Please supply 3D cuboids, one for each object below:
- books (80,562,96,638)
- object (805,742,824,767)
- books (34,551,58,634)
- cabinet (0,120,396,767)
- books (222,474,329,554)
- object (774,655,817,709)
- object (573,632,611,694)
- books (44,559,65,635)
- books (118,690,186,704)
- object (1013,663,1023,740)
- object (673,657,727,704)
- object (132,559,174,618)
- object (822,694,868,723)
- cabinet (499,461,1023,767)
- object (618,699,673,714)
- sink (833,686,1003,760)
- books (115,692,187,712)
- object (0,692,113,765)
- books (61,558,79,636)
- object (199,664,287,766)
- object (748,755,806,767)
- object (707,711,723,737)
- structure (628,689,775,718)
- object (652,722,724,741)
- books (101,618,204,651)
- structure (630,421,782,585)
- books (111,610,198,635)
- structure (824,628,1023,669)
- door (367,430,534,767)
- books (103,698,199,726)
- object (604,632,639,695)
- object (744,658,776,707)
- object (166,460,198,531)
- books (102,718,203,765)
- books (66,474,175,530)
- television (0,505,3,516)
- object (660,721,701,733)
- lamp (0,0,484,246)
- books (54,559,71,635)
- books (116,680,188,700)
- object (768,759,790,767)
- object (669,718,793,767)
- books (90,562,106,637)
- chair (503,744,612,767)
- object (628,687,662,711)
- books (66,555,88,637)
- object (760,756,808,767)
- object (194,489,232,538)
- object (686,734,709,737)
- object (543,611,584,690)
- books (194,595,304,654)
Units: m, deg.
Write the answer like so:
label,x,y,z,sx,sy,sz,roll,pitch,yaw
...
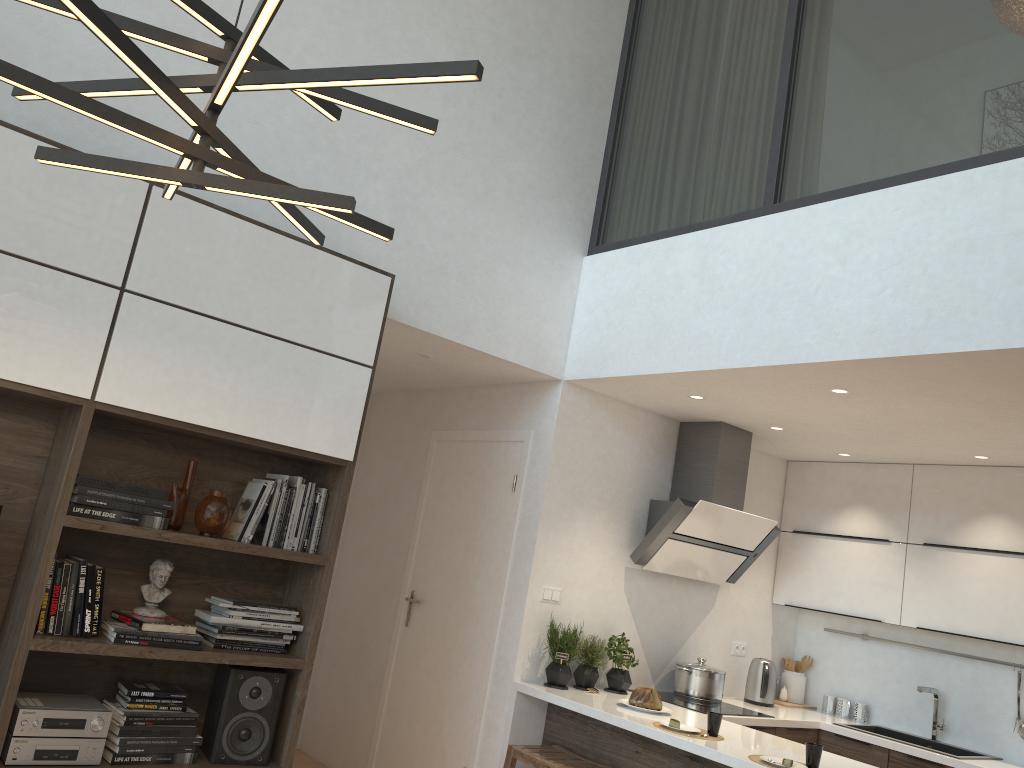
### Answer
label,x,y,z,sx,sy,sz,roll,pitch,yaw
books,-1.484,0.739,3.065,0.066,0.242,0.177,19,-14,-37
object,1.148,1.422,3.379,0.066,0.093,0.066,5,-12,25
books,-1.595,0.691,2.997,0.053,0.268,0.202,19,-14,-37
cabinet,-2.330,0.238,2.381,4.036,2.494,0.338,19,-14,-37
books,-0.941,0.502,3.537,0.332,0.287,0.201,19,-14,-37
object,1.783,1.886,5.678,0.330,0.316,0.221,19,-14,-37
object,0.412,1.441,4.604,0.211,0.283,0.221,15,-12,-24
books,-1.571,0.715,3.010,0.053,0.240,0.189,19,-14,-36
books,-1.301,1.129,3.204,0.198,0.015,0.142,19,-14,-38
object,2.817,1.707,4.694,0.069,0.389,0.320,18,-14,-35
object,1.068,1.673,5.047,0.315,0.223,0.288,9,-11,4
object,-1.314,0.748,3.273,0.117,0.207,0.116,10,-11,3
object,2.054,2.005,5.484,0.112,0.105,0.297,18,-14,-35
cabinet,2.072,1.368,3.840,2.401,2.401,3.495,19,-14,-37
object,0.631,1.538,4.218,0.261,0.021,0.261,-2,-16,46
sink,2.231,1.938,4.893,0.512,0.518,0.706,19,-14,-37
books,-1.302,1.148,3.199,0.213,0.023,0.161,18,-13,-33
object,-1.533,1.150,2.955,0.285,0.174,0.270,19,-14,-37
books,-1.526,0.723,3.027,0.050,0.242,0.169,19,-14,-37
object,-1.022,1.243,3.374,0.214,0.331,0.244,16,-13,-27
object,1.054,1.454,3.373,0.304,0.002,0.304,11,-11,-5
object,0.861,1.453,3.782,0.066,0.093,0.066,10,-11,-2
structure,1.025,1.743,4.845,0.609,0.006,0.550,19,-14,-37
object,0.752,1.485,3.794,0.305,0.002,0.305,6,-12,21
books,-1.289,0.895,3.170,0.310,0.047,0.250,17,-13,-31
structure,1.173,0.635,5.140,0.898,0.998,0.407,19,-14,-37
books,-1.293,0.861,3.205,0.266,0.030,0.209,-1,-16,45
structure,2.973,1.525,4.586,0.050,0.045,3.000,19,-14,-37
door,-0.373,1.303,4.966,0.085,2.136,0.974,19,-14,-37
books,-1.302,1.179,3.188,0.277,0.042,0.224,20,-15,-41
object,0.567,1.478,4.718,0.172,0.311,0.179,16,-13,-26
object,1.501,1.797,5.365,0.179,0.270,0.220,1,-15,39
object,-1.250,0.415,3.330,0.082,0.265,0.081,13,-12,-16
books,-1.300,1.260,3.160,0.307,0.123,0.248,20,-15,-42
books,-1.416,0.413,3.143,0.343,0.137,0.277,20,-15,-42
television,-2.222,0.622,2.503,1.220,0.779,0.229,19,-14,-37
object,0.717,1.468,3.784,0.176,0.014,0.176,0,-15,41
lamp,-0.276,-2.126,2.000,0.831,3.645,1.200,16,-13,-27
books,-1.548,0.721,3.019,0.049,0.236,0.170,19,-14,-36
books,-1.306,1.112,3.221,0.213,0.023,0.161,18,-13,-33
object,0.994,1.418,3.306,0.025,0.012,0.126,14,-12,-18
object,0.863,1.435,3.565,0.064,0.039,0.597,20,-15,-40
books,-1.479,0.752,3.109,0.077,0.233,0.179,19,-14,-37
chair,0.167,1.994,4.008,0.350,0.600,0.450,19,-14,-37
object,0.640,1.504,4.241,0.161,0.101,0.155,20,-15,-41
books,-1.510,0.726,3.054,0.066,0.255,0.193,19,-14,-37
object,1.025,1.434,3.346,0.176,0.014,0.176,17,-13,-32
object,-1.118,0.485,3.322,0.130,0.171,0.130,10,-11,2
object,0.774,1.461,3.688,0.126,0.011,0.025,18,-13,-33
object,0.252,1.345,4.484,0.196,0.367,0.186,19,-14,-37
books,-1.025,0.926,3.420,0.374,0.176,0.224,19,-14,-37
